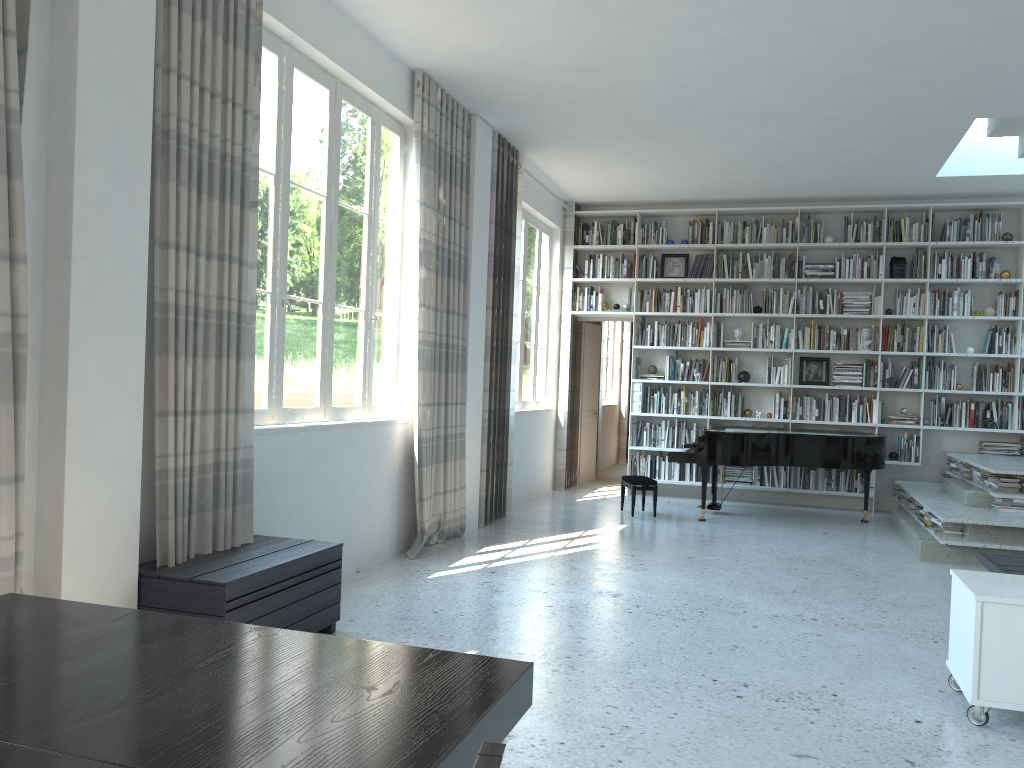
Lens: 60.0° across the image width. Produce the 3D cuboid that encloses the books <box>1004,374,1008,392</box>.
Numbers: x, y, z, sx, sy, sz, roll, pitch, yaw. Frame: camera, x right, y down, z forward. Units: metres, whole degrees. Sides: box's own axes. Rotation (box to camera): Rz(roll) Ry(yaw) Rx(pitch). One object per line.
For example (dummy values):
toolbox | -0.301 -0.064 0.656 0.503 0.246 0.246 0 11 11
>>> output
books | 4.893 -0.008 8.809 0.016 0.180 0.189 2 0 17

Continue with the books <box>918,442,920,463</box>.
books | 4.113 0.690 8.990 0.012 0.206 0.160 2 1 17

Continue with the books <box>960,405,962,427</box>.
books | 4.521 0.324 8.955 0.012 0.221 0.153 2 1 17

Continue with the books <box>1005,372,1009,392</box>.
books | 4.917 -0.020 8.831 0.016 0.205 0.141 2 1 17

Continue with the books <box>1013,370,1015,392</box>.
books | 4.974 -0.027 8.819 0.009 0.224 0.146 2 1 17

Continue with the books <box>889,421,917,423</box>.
books | 3.990 0.385 9.056 0.254 0.012 0.161 2 0 23

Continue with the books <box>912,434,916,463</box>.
books | 4.066 0.649 8.984 0.021 0.285 0.172 2 1 17

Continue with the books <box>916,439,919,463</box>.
books | 4.097 0.676 8.982 0.013 0.233 0.149 2 1 17

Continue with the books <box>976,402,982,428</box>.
books | 4.680 0.310 8.893 0.026 0.262 0.173 2 1 17

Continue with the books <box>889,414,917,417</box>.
books | 3.990 0.324 9.049 0.254 0.012 0.161 2 0 26

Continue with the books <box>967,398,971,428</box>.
books | 4.588 0.291 8.914 0.012 0.293 0.175 2 1 17

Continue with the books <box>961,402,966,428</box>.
books | 4.535 0.309 8.934 0.025 0.252 0.181 2 1 17

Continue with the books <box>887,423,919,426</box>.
books | 3.988 0.409 9.054 0.285 0.012 0.159 2 0 20

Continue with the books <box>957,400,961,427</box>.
books | 4.508 0.301 8.953 0.014 0.268 0.171 2 1 17

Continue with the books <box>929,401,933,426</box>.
books | 4.266 0.298 9.027 0.012 0.254 0.161 2 1 17

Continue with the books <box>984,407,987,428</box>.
books | 4.729 0.337 8.887 0.022 0.211 0.135 2 1 17

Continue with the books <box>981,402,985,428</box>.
books | 4.707 0.310 8.892 0.026 0.263 0.169 2 1 17

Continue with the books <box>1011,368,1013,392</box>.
books | 4.957 -0.036 8.829 0.019 0.241 0.134 2 1 17

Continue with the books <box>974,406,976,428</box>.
books | 4.639 0.321 8.916 0.025 0.238 0.156 2 1 17

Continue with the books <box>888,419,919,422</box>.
books | 3.990 0.373 9.054 0.285 0.012 0.159 2 0 20

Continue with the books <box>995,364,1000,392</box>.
books | 4.837 -0.057 8.841 0.006 0.274 0.173 2 1 17

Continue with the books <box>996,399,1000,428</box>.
books | 4.847 0.300 8.851 0.013 0.294 0.134 2 1 17

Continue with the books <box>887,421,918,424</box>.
books | 3.991 0.397 9.058 0.285 0.012 0.159 2 0 22

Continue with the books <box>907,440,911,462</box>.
books | 4.018 0.677 8.991 0.026 0.225 0.175 2 1 17

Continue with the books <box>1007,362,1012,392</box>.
books | 4.938 -0.064 8.807 0.007 0.295 0.162 2 1 17

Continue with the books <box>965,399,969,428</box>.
books | 4.582 0.295 8.938 0.012 0.285 0.159 2 1 17

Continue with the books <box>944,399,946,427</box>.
books | 4.370 0.291 8.985 0.010 0.277 0.174 2 1 17

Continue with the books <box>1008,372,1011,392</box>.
books | 4.928 -0.018 8.817 0.013 0.204 0.158 2 1 17

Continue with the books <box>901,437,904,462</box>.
books | 3.958 0.664 9.017 0.014 0.246 0.176 2 1 17

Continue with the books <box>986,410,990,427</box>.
books | 4.749 0.353 8.874 0.025 0.181 0.169 2 1 17

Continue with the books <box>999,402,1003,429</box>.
books | 4.863 0.316 8.847 0.021 0.265 0.150 2 1 17

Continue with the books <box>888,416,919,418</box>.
books | 3.992 0.336 9.055 0.285 0.012 0.159 2 0 21

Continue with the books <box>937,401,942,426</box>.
books | 4.323 0.299 8.991 0.023 0.256 0.178 2 1 17

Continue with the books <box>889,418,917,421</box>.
books | 3.992 0.361 9.057 0.254 0.012 0.161 2 0 22

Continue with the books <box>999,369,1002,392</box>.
books | 4.847 -0.034 8.837 0.018 0.229 0.181 2 1 17

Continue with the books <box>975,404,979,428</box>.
books | 4.662 0.319 8.916 0.021 0.242 0.131 2 1 17

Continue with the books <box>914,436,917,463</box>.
books | 4.089 0.657 8.999 0.015 0.271 0.157 2 1 17

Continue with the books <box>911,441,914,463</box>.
books | 4.047 0.685 8.982 0.011 0.212 0.178 2 1 17

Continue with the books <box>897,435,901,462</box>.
books | 3.940 0.655 9.032 0.005 0.264 0.162 2 1 17

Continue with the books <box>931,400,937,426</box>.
books | 4.277 0.295 9.003 0.023 0.262 0.186 2 1 17

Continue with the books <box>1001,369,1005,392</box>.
books | 4.884 -0.034 8.839 0.021 0.232 0.155 2 1 17

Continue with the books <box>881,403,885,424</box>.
books | 3.827 0.304 9.173 0.030 0.210 0.136 2 1 17

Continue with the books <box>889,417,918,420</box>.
books | 3.988 0.348 9.047 0.254 0.012 0.161 2 0 17

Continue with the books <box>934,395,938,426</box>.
books | 4.294 0.268 8.999 0.010 0.316 0.186 2 1 17

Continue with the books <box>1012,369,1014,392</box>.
books | 4.970 -0.033 8.829 0.007 0.235 0.131 2 1 17

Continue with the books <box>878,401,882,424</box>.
books | 3.799 0.293 9.179 0.027 0.229 0.141 2 1 17

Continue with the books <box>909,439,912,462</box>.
books | 4.041 0.678 9.002 0.012 0.225 0.149 2 1 17

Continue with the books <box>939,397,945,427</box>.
books | 4.349 0.281 8.982 0.030 0.294 0.188 2 1 17

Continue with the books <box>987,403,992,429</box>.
books | 4.768 0.320 8.871 0.012 0.249 0.164 2 1 17

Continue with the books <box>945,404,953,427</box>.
books | 4.407 0.315 8.980 0.065 0.231 0.162 2 1 17

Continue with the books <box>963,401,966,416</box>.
books | 4.564 0.306 8.958 0.016 0.261 0.098 2 1 17

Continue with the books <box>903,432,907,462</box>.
books | 3.987 0.638 9.028 0.032 0.300 0.149 2 1 17

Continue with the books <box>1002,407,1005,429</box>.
books | 4.875 0.338 8.830 0.013 0.220 0.168 2 1 17

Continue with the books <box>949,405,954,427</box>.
books | 4.444 0.323 8.970 0.011 0.217 0.175 2 1 17

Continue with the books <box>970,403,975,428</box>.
books | 4.608 0.316 8.911 0.031 0.244 0.184 2 1 17

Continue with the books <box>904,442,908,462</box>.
books | 4.006 0.688 9.021 0.013 0.202 0.139 2 1 17

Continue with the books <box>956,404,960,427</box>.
books | 4.490 0.320 8.962 0.024 0.228 0.159 2 1 17

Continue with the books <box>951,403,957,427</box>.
books | 4.466 0.316 8.973 0.029 0.235 0.142 2 1 17

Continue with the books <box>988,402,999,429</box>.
books | 4.804 0.312 8.854 0.070 0.266 0.186 2 1 17
